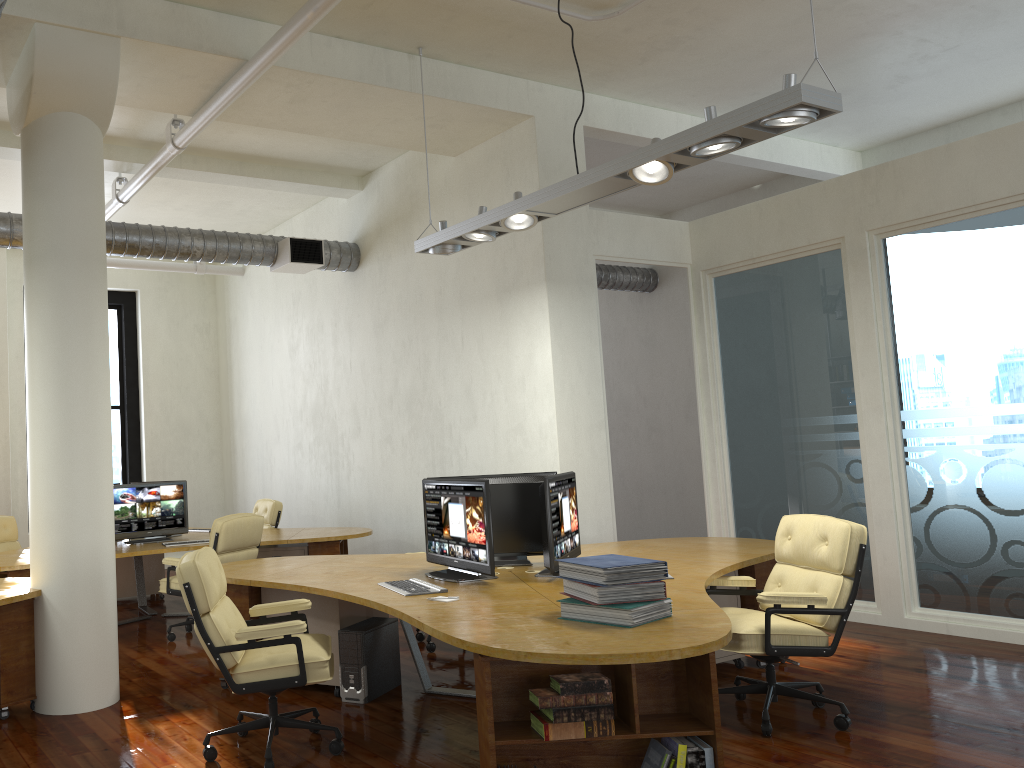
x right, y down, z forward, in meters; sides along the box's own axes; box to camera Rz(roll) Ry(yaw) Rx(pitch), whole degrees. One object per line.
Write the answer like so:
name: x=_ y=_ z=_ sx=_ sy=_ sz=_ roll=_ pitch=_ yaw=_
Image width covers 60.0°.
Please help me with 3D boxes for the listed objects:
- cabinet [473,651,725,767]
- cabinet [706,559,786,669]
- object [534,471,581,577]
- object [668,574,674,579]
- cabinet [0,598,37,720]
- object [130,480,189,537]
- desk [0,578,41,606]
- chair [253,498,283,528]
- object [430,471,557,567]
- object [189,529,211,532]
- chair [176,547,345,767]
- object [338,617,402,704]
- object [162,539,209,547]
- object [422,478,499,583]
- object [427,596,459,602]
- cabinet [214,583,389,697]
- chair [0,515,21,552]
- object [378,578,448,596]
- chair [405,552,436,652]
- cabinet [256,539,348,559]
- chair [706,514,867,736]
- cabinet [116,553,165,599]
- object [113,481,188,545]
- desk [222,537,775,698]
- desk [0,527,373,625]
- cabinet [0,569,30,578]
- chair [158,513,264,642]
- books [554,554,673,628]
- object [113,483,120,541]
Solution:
cabinet: x=0.262 y=1.358 z=3.704 sx=0.878 sy=0.709 sz=0.898 roll=-3 pitch=-4 yaw=-5
cabinet: x=1.133 y=1.464 z=5.820 sx=0.810 sy=0.709 sz=0.966 roll=0 pitch=-5 yaw=-36
object: x=0.297 y=0.785 z=5.025 sx=0.310 sy=0.553 sz=0.754 roll=-5 pitch=-5 yaw=16
object: x=0.715 y=1.019 z=4.814 sx=0.234 sy=0.016 sz=0.466 roll=-3 pitch=-4 yaw=1
cabinet: x=-3.478 y=1.665 z=5.372 sx=0.969 sy=0.709 sz=0.807 roll=-6 pitch=-5 yaw=32
object: x=-3.559 y=1.258 z=8.949 sx=0.882 sy=0.553 sz=0.265 roll=-6 pitch=-5 yaw=31
desk: x=-4.555 y=1.626 z=4.318 sx=3.578 sy=0.735 sz=3.813 roll=-3 pitch=-4 yaw=3
chair: x=-2.950 y=1.793 z=9.758 sx=0.717 sy=1.022 sz=0.776 roll=-1 pitch=-5 yaw=-31
object: x=-0.111 y=0.841 z=5.526 sx=0.820 sy=0.553 sz=0.286 roll=-3 pitch=-4 yaw=4
object: x=-3.269 y=1.543 z=9.364 sx=0.522 sy=0.016 sz=0.208 roll=-6 pitch=-5 yaw=35
chair: x=-1.258 y=1.332 z=4.479 sx=0.774 sy=1.022 sz=0.723 roll=-3 pitch=-4 yaw=-5
object: x=-0.876 y=1.690 z=5.462 sx=0.195 sy=0.411 sz=0.442 roll=-5 pitch=-5 yaw=22
object: x=-2.893 y=1.425 z=7.972 sx=0.444 sy=0.016 sz=0.245 roll=-1 pitch=-4 yaw=-23
object: x=-0.323 y=0.818 z=5.052 sx=0.270 sy=0.553 sz=0.867 roll=-1 pitch=-5 yaw=-28
object: x=-0.334 y=1.035 z=4.280 sx=0.148 sy=0.015 sz=0.100 roll=-7 pitch=-6 yaw=43
cabinet: x=-1.355 y=1.594 z=5.872 sx=0.963 sy=0.709 sz=0.814 roll=-5 pitch=-5 yaw=25
chair: x=-5.059 y=1.836 z=8.871 sx=0.851 sy=1.022 sz=0.653 roll=-6 pitch=-5 yaw=30
object: x=-0.534 y=1.074 z=4.702 sx=0.215 sy=0.016 sz=0.504 roll=-1 pitch=-4 yaw=-23
chair: x=-0.416 y=1.451 z=6.751 sx=0.775 sy=1.022 sz=0.718 roll=-5 pitch=-5 yaw=24
cabinet: x=-2.024 y=1.811 z=8.452 sx=0.898 sy=0.709 sz=0.878 roll=-3 pitch=-4 yaw=0
chair: x=1.357 y=1.211 z=4.632 sx=0.761 sy=1.022 sz=0.736 roll=-3 pitch=-4 yaw=-10
cabinet: x=-4.310 y=2.030 z=9.914 sx=0.814 sy=0.709 sz=0.962 roll=-1 pitch=-5 yaw=-31
object: x=-3.426 y=1.210 z=8.361 sx=0.732 sy=0.553 sz=0.319 roll=0 pitch=-6 yaw=-39
desk: x=-0.361 y=1.486 z=5.330 sx=3.796 sy=0.735 sz=3.570 roll=-5 pitch=-5 yaw=25
desk: x=-3.709 y=1.913 z=8.961 sx=3.581 sy=0.735 sz=3.787 roll=-1 pitch=-5 yaw=-30
cabinet: x=-4.097 y=1.844 z=7.455 sx=0.966 sy=0.709 sz=0.810 roll=-6 pitch=-5 yaw=30
chair: x=-2.533 y=1.610 z=7.482 sx=0.844 sy=1.022 sz=0.659 roll=-5 pitch=-5 yaw=25
books: x=0.408 y=0.848 z=3.667 sx=0.387 sy=0.227 sz=0.491 roll=-1 pitch=-5 yaw=-25
object: x=-4.010 y=1.263 z=8.691 sx=0.296 sy=0.553 sz=0.792 roll=-4 pitch=-4 yaw=0
